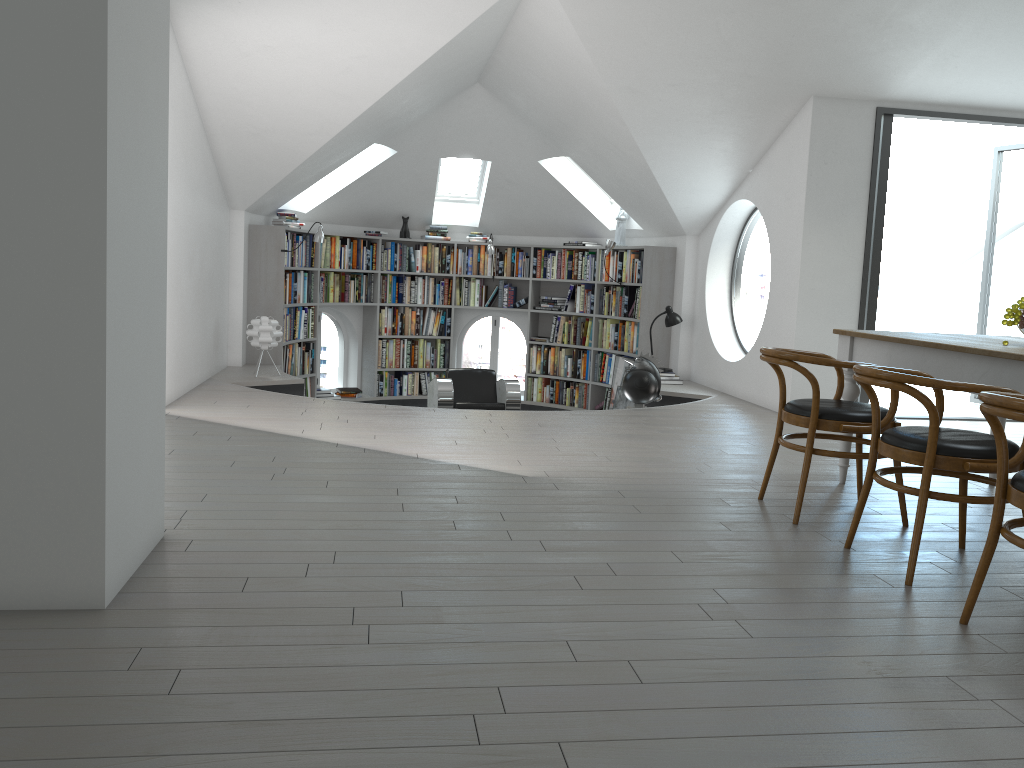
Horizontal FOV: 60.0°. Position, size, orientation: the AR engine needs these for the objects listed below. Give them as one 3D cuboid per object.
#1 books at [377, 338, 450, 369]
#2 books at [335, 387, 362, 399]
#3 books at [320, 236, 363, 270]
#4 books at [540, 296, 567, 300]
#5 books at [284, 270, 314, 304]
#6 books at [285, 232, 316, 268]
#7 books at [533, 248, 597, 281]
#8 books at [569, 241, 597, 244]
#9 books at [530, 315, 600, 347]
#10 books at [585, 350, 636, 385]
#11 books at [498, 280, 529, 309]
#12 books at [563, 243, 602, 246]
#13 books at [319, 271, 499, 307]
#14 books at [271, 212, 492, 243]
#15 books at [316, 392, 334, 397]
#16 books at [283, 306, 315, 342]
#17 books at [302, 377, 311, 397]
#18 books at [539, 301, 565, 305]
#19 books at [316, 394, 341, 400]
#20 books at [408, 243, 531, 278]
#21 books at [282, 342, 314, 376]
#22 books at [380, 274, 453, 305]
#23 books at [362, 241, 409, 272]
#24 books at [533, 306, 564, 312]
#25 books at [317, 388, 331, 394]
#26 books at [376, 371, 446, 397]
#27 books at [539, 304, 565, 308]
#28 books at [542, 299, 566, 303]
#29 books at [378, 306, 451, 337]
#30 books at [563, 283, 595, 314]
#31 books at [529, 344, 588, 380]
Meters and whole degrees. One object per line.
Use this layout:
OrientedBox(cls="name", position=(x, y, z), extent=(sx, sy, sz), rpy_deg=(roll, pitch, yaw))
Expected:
OrientedBox(cls="books", position=(-1.210, -0.379, 10.778), extent=(1.031, 0.356, 0.293), rpy_deg=(0, 7, -24))
OrientedBox(cls="books", position=(-1.912, 0.104, 10.385), extent=(0.318, 0.099, 0.292), rpy_deg=(2, 7, -7))
OrientedBox(cls="books", position=(-2.021, -1.485, 10.009), extent=(0.269, 0.372, 0.794), rpy_deg=(7, 8, 34))
OrientedBox(cls="books", position=(0.520, -1.033, 10.681), extent=(0.269, 0.031, 0.286), rpy_deg=(-1, 8, -29))
OrientedBox(cls="books", position=(-2.362, -1.010, 9.227), extent=(0.303, 0.347, 1.091), rpy_deg=(3, 7, 7))
OrientedBox(cls="books", position=(-2.333, -1.392, 9.171), extent=(0.300, 0.360, 1.035), rpy_deg=(4, 7, 7))
OrientedBox(cls="books", position=(0.679, -1.417, 10.489), extent=(0.971, 0.366, 0.306), rpy_deg=(7, 8, 34))
OrientedBox(cls="books", position=(0.835, -1.660, 10.436), extent=(0.233, 0.027, 0.248), rpy_deg=(-2, 9, -36))
OrientedBox(cls="books", position=(0.691, -0.645, 10.513), extent=(0.975, 0.351, 0.252), rpy_deg=(7, 7, 33))
OrientedBox(cls="books", position=(1.236, -0.156, 9.894), extent=(0.304, 0.358, 1.187), rpy_deg=(0, 8, -28))
OrientedBox(cls="books", position=(0.051, -1.090, 10.798), extent=(0.399, 0.340, 0.225), rpy_deg=(4, 6, 11))
OrientedBox(cls="books", position=(0.834, -1.632, 10.439), extent=(0.337, 0.036, 0.317), rpy_deg=(9, 10, 43))
OrientedBox(cls="books", position=(-1.313, -1.112, 10.487), extent=(2.529, 0.370, 0.592), rpy_deg=(-1, 8, -28))
OrientedBox(cls="books", position=(-1.490, -1.782, 10.186), extent=(2.815, 0.173, 0.749), rpy_deg=(-3, 9, -38))
OrientedBox(cls="books", position=(-2.217, 0.109, 10.163), extent=(0.269, 0.031, 0.286), rpy_deg=(-2, 8, -32))
OrientedBox(cls="books", position=(-2.341, -0.631, 9.231), extent=(0.260, 0.358, 1.022), rpy_deg=(4, 7, 8))
OrientedBox(cls="books", position=(-2.402, 0.099, 9.365), extent=(0.283, 0.319, 0.921), rpy_deg=(4, 7, 9))
OrientedBox(cls="books", position=(0.517, -0.970, 10.687), extent=(0.286, 0.031, 0.269), rpy_deg=(9, 9, 41))
OrientedBox(cls="books", position=(-2.219, 0.142, 10.166), extent=(0.366, 0.042, 0.389), rpy_deg=(-4, 9, -42))
OrientedBox(cls="books", position=(-0.510, -1.508, 10.782), extent=(1.565, 0.366, 0.395), rpy_deg=(2, 6, -3))
OrientedBox(cls="books", position=(-2.392, -0.051, 9.022), extent=(0.390, 0.693, 1.645), rpy_deg=(3, 7, 1))
OrientedBox(cls="books", position=(-1.202, -1.144, 10.738), extent=(1.028, 0.358, 0.301), rpy_deg=(0, 7, -23))
OrientedBox(cls="books", position=(-1.546, -1.512, 10.498), extent=(0.682, 0.345, 0.265), rpy_deg=(-1, 7, -32))
OrientedBox(cls="books", position=(0.514, -0.907, 10.693), extent=(0.388, 0.042, 0.366), rpy_deg=(7, 8, 31))
OrientedBox(cls="books", position=(-2.216, 0.078, 10.160), extent=(0.213, 0.036, 0.227), rpy_deg=(-2, 8, -32))
OrientedBox(cls="books", position=(-1.242, -0.018, 10.801), extent=(1.019, 0.305, 0.288), rpy_deg=(0, 7, -24))
OrientedBox(cls="books", position=(0.516, -0.940, 10.690), extent=(0.286, 0.031, 0.270), rpy_deg=(6, 8, 26))
OrientedBox(cls="books", position=(0.519, -1.001, 10.684), extent=(0.227, 0.036, 0.214), rpy_deg=(9, 9, 41))
OrientedBox(cls="books", position=(-1.204, -0.763, 10.735), extent=(0.997, 0.350, 0.298), rpy_deg=(-1, 7, -25))
OrientedBox(cls="books", position=(0.886, -1.004, 10.390), extent=(0.554, 0.350, 0.256), rpy_deg=(8, 8, 37))
OrientedBox(cls="books", position=(0.608, -0.276, 10.604), extent=(0.873, 0.350, 0.272), rpy_deg=(7, 7, 33))
